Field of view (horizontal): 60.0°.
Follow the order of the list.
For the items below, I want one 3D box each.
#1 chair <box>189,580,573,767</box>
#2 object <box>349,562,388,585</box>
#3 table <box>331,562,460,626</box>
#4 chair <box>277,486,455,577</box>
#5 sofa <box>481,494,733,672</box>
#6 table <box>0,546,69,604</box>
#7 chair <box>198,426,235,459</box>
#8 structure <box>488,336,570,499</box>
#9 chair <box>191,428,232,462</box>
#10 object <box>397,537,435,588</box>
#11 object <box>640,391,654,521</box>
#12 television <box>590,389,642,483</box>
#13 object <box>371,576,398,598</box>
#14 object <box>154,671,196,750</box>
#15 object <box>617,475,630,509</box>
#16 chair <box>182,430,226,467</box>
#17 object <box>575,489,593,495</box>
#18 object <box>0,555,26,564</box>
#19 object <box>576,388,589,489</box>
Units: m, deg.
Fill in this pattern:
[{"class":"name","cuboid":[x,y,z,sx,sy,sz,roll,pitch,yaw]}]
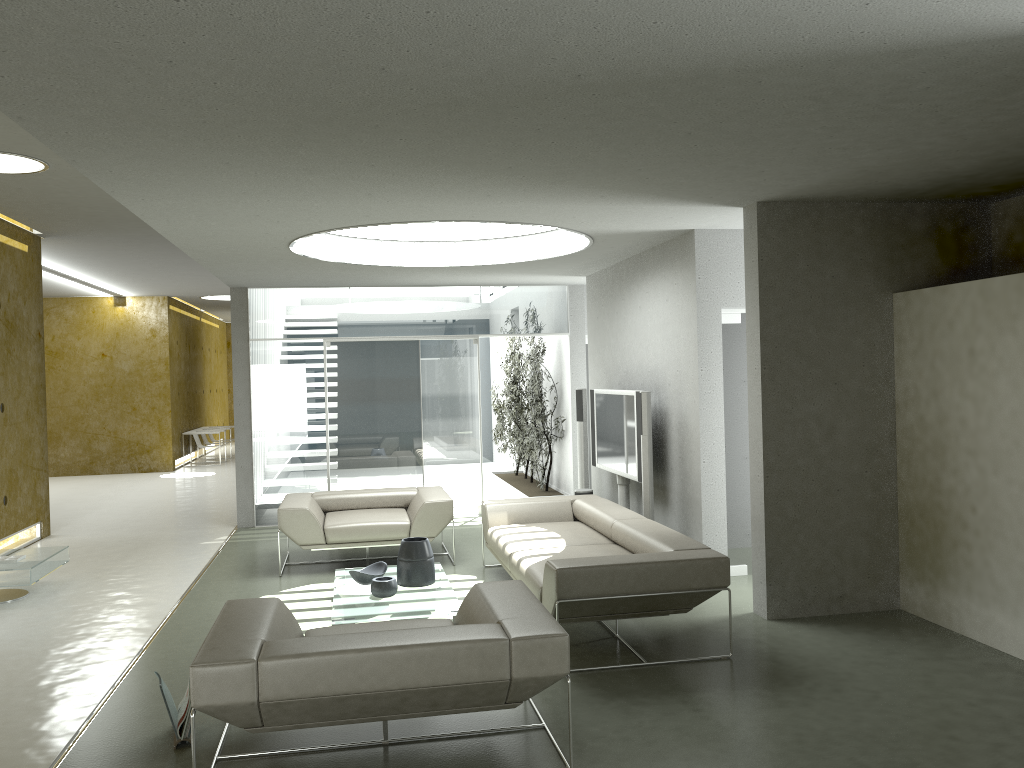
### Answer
[{"class":"chair","cuboid":[-0.574,1.313,3.971,1.481,0.583,1.039,-2,1,-10]},{"class":"object","cuboid":[-1.002,1.333,6.195,0.223,0.125,0.317,-1,1,26]},{"class":"table","cuboid":[-0.809,1.492,6.042,0.790,0.200,1.500,-2,1,-10]},{"class":"chair","cuboid":[-1.310,1.295,8.003,1.481,0.583,1.039,-2,1,-10]},{"class":"sofa","cuboid":[0.483,1.260,6.272,1.037,0.585,2.791,-2,1,-10]},{"class":"table","cuboid":[-4.081,1.524,6.932,0.900,0.300,0.900,-2,1,-10]},{"class":"chair","cuboid":[-6.535,1.288,19.668,0.710,0.667,0.800,-2,1,-10]},{"class":"structure","cuboid":[0.093,0.212,12.312,0.646,2.589,3.371,-2,1,-11]},{"class":"chair","cuboid":[-6.381,1.292,18.825,0.710,0.667,0.800,-2,1,-10]},{"class":"object","cuboid":[-0.668,1.231,6.153,0.265,0.309,0.265,-2,1,-27]},{"class":"object","cuboid":[1.085,0.794,7.079,0.310,1.469,0.310,-2,1,-33]},{"class":"television","cuboid":[1.002,0.442,8.172,0.127,0.781,1.603,-2,1,-10]},{"class":"object","cuboid":[-0.841,1.338,5.833,0.177,0.113,0.177,-2,1,-30]},{"class":"object","cuboid":[-1.540,1.486,4.103,0.216,0.288,0.329,-2,1,-20]},{"class":"object","cuboid":[0.969,1.178,8.169,0.323,0.689,0.882,-2,1,-10]},{"class":"chair","cuboid":[-6.228,1.296,17.983,0.710,0.667,0.800,-2,1,-10]},{"class":"object","cuboid":[0.722,1.291,8.895,0.175,0.461,0.185,-2,1,-16]},{"class":"object","cuboid":[-3.882,1.355,6.835,0.197,0.029,0.189,-2,1,-10]},{"class":"object","cuboid":[0.749,0.782,9.293,0.310,1.469,0.310,-1,1,17]}]
